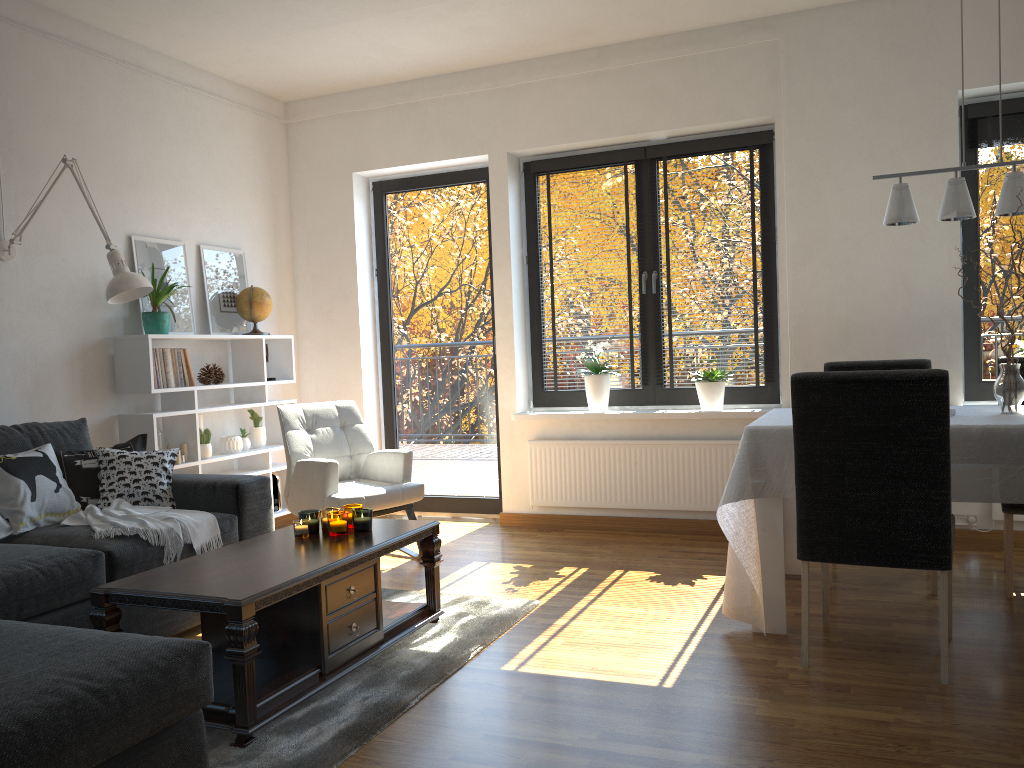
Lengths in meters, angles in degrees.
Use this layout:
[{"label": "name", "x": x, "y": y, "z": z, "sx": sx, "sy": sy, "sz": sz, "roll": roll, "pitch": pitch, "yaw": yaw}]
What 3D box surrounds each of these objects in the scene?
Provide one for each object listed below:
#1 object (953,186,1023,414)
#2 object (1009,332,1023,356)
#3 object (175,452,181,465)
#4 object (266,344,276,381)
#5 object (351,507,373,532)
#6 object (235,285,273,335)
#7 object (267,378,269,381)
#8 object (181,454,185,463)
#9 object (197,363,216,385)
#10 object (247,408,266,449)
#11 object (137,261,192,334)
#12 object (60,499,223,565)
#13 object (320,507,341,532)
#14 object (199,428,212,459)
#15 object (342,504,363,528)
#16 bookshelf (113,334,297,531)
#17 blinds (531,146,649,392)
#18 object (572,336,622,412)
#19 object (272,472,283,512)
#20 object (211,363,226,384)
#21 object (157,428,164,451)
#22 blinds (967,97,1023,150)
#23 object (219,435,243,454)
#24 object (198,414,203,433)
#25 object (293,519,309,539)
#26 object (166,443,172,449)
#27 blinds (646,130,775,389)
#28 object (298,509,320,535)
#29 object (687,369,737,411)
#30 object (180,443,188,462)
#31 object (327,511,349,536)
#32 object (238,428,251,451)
[{"label": "object", "x": 1.835, "y": -0.280, "z": 3.246, "sx": 0.403, "sy": 0.785, "sz": 0.615, "roll": -2, "pitch": 2, "yaw": -3}, {"label": "object", "x": 2.625, "y": -0.082, "z": 4.321, "sx": 0.333, "sy": 0.385, "sz": 0.299, "roll": 0, "pitch": 3, "yaw": 38}, {"label": "object", "x": -1.822, "y": 0.381, "z": 4.639, "sx": 0.176, "sy": 0.084, "sz": 0.078, "roll": -3, "pitch": 2, "yaw": -9}, {"label": "object", "x": -1.518, "y": -0.134, "z": 5.513, "sx": 0.066, "sy": 0.230, "sz": 0.075, "roll": -2, "pitch": 3, "yaw": 3}, {"label": "object", "x": -0.559, "y": 0.507, "z": 3.312, "sx": 0.079, "sy": 0.081, "sz": 0.079, "roll": -2, "pitch": 2, "yaw": 18}, {"label": "object", "x": -1.561, "y": -0.444, "z": 5.375, "sx": 0.216, "sy": 0.305, "sz": 0.216, "roll": 0, "pitch": 3, "yaw": 40}, {"label": "object", "x": -1.559, "y": -0.122, "z": 5.388, "sx": 0.066, "sy": 0.217, "sz": 0.134, "roll": 0, "pitch": 3, "yaw": 38}, {"label": "object", "x": -1.749, "y": 0.397, "z": 4.688, "sx": 0.040, "sy": 0.044, "sz": 0.040, "roll": -4, "pitch": 3, "yaw": -41}, {"label": "object", "x": -1.720, "y": -0.054, "z": 4.988, "sx": 0.102, "sy": 0.127, "sz": 0.094, "roll": -3, "pitch": 3, "yaw": -22}, {"label": "object", "x": -1.535, "y": 0.270, "z": 5.345, "sx": 0.098, "sy": 0.236, "sz": 0.097, "roll": -2, "pitch": 3, "yaw": 10}, {"label": "object", "x": -1.867, "y": -0.440, "z": 4.655, "sx": 0.387, "sy": 0.372, "sz": 0.424, "roll": -2, "pitch": 2, "yaw": 9}, {"label": "object", "x": -1.523, "y": 0.590, "z": 3.471, "sx": 0.606, "sy": 0.212, "sz": 0.488, "roll": -2, "pitch": 2, "yaw": 19}, {"label": "object", "x": -0.682, "y": 0.511, "z": 3.335, "sx": 0.079, "sy": 0.081, "sz": 0.079, "roll": -2, "pitch": 2, "yaw": 18}, {"label": "object", "x": -1.686, "y": 0.324, "z": 4.841, "sx": 0.087, "sy": 0.173, "sz": 0.088, "roll": 0, "pitch": 3, "yaw": 39}, {"label": "object", "x": -0.610, "y": 0.506, "z": 3.403, "sx": 0.079, "sy": 0.081, "sz": 0.079, "roll": -2, "pitch": 2, "yaw": 18}, {"label": "bookshelf", "x": -1.676, "y": 0.326, "z": 5.055, "sx": 0.237, "sy": 1.201, "sz": 1.189, "roll": -1, "pitch": 3, "yaw": 23}, {"label": "blinds", "x": 0.479, "y": -0.669, "z": 5.351, "sx": 0.710, "sy": 1.423, "sz": 0.049, "roll": -1, "pitch": 3, "yaw": 23}, {"label": "object", "x": 0.501, "y": -0.056, "z": 5.191, "sx": 0.286, "sy": 0.444, "sz": 0.340, "roll": -2, "pitch": 3, "yaw": 11}, {"label": "object", "x": -1.482, "y": 0.659, "z": 5.474, "sx": 0.118, "sy": 0.247, "sz": 0.126, "roll": -1, "pitch": 3, "yaw": 30}, {"label": "object", "x": -1.687, "y": -0.057, "z": 5.061, "sx": 0.096, "sy": 0.125, "sz": 0.101, "roll": 0, "pitch": 3, "yaw": 38}, {"label": "object", "x": -1.873, "y": 0.327, "z": 4.629, "sx": 0.108, "sy": 0.197, "sz": 0.108, "roll": -1, "pitch": 3, "yaw": 34}, {"label": "blinds", "x": 2.659, "y": -1.322, "z": 4.401, "sx": 0.710, "sy": 0.230, "sz": 0.049, "roll": -1, "pitch": 3, "yaw": 23}, {"label": "object", "x": -1.622, "y": 0.350, "z": 5.111, "sx": 0.134, "sy": 0.098, "sz": 0.132, "roll": -3, "pitch": 2, "yaw": -7}, {"label": "object", "x": -1.763, "y": 0.289, "z": 4.992, "sx": 0.051, "sy": 0.238, "sz": 0.051, "roll": 0, "pitch": 4, "yaw": 40}, {"label": "object", "x": -0.767, "y": 0.528, "z": 3.232, "sx": 0.060, "sy": 0.061, "sz": 0.059, "roll": -1, "pitch": 3, "yaw": 28}, {"label": "object", "x": -1.825, "y": 0.366, "z": 4.720, "sx": 0.062, "sy": 0.108, "sz": 0.062, "roll": -1, "pitch": 3, "yaw": 23}, {"label": "blinds", "x": 1.145, "y": -0.686, "z": 5.073, "sx": 0.710, "sy": 1.423, "sz": 0.049, "roll": -1, "pitch": 3, "yaw": 23}, {"label": "object", "x": -0.755, "y": 0.515, "z": 3.307, "sx": 0.079, "sy": 0.081, "sz": 0.079, "roll": -2, "pitch": 2, "yaw": 18}, {"label": "object", "x": 1.127, "y": 0.029, "z": 4.994, "sx": 0.267, "sy": 0.237, "sz": 0.283, "roll": -2, "pitch": 2, "yaw": 4}, {"label": "object", "x": -1.750, "y": 0.368, "z": 4.733, "sx": 0.039, "sy": 0.099, "sz": 0.039, "roll": -1, "pitch": 3, "yaw": 19}, {"label": "object", "x": -0.639, "y": 0.512, "z": 3.258, "sx": 0.079, "sy": 0.081, "sz": 0.079, "roll": -2, "pitch": 2, "yaw": 18}, {"label": "object", "x": -1.584, "y": 0.324, "z": 5.244, "sx": 0.072, "sy": 0.137, "sz": 0.072, "roll": -2, "pitch": 3, "yaw": 3}]
